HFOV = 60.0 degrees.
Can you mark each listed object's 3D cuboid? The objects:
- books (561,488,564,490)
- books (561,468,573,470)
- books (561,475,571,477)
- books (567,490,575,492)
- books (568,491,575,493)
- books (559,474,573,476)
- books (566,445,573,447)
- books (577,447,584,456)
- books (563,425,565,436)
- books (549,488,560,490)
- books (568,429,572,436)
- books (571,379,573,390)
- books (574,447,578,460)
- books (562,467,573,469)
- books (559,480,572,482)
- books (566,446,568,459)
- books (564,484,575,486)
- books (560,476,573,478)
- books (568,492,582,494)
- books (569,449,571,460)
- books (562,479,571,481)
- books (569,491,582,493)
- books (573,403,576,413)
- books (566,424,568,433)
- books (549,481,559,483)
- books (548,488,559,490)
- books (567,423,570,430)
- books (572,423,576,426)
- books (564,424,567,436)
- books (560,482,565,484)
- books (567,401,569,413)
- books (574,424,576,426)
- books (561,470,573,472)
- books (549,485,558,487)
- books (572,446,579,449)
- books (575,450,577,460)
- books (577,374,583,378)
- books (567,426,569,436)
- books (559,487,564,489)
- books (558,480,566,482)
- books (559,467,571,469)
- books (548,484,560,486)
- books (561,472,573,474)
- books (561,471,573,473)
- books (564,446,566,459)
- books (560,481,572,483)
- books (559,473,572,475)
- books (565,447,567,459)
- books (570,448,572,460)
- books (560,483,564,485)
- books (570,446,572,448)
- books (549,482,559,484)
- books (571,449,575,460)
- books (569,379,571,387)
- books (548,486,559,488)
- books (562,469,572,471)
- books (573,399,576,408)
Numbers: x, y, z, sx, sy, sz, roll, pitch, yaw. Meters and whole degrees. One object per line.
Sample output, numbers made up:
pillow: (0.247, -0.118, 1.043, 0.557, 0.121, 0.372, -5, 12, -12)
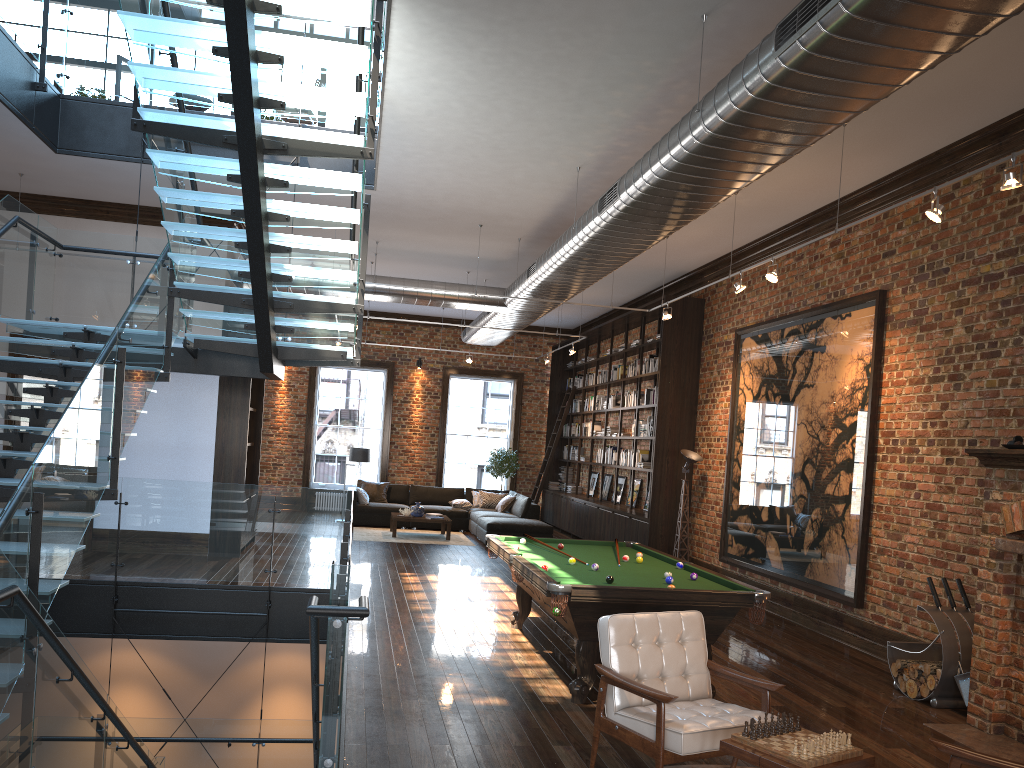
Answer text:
books: (1.203, 2.357, 19.789, 0.198, 0.035, 0.218, 4, -4, -7)
books: (1.225, 1.893, 19.775, 0.207, 0.022, 0.247, 5, -4, -15)
books: (1.231, 2.056, 19.781, 0.164, 0.006, 0.352, 5, -4, -15)
books: (1.329, 2.280, 18.879, 0.227, 0.007, 0.370, 5, -4, -13)
books: (1.334, 2.304, 18.880, 0.227, 0.007, 0.369, 4, -4, -9)
books: (1.201, 2.027, 19.775, 0.261, 0.028, 0.316, 5, -4, -10)
books: (1.276, 1.528, 19.841, 0.157, 0.319, 0.013, 4, 1, -10)
books: (1.453, 1.490, 18.868, 0.129, 0.282, 0.030, 4, 1, -10)
books: (1.248, 1.059, 19.965, 0.187, 0.261, 0.014, 4, 1, -10)
books: (0.940, 2.337, 19.798, 0.210, 0.011, 0.272, 5, -4, -13)
books: (1.337, 1.056, 19.490, 0.187, 0.211, 0.035, 4, 1, -10)
books: (1.391, 0.023, 19.500, 0.191, 0.263, 0.065, 4, 1, -10)
books: (1.424, 1.500, 19.045, 0.159, 0.285, 0.014, 4, 1, -10)
books: (1.249, 1.871, 19.779, 0.180, 0.012, 0.307, 5, -4, -11)
books: (1.197, 2.157, 19.782, 0.250, 0.020, 0.317, 5, -4, -10)
books: (1.301, 1.525, 19.634, 0.184, 0.301, 0.015, 4, 1, -10)
books: (1.255, 2.201, 19.342, 0.176, 0.005, 0.287, 5, -4, -13)
books: (1.217, 2.080, 19.779, 0.209, 0.015, 0.307, 5, -4, -12)
books: (1.324, 2.318, 18.878, 0.229, 0.008, 0.331, 5, -4, -14)
books: (1.338, 1.537, 19.370, 0.188, 0.244, 0.026, 4, 1, -10)
books: (1.219, 2.132, 19.785, 0.183, 0.034, 0.271, 4, -4, -4)
books: (1.337, 2.296, 18.880, 0.229, 0.008, 0.328, 5, -4, -10)
books: (1.426, 0.526, 19.166, 0.191, 0.229, 0.034, 4, 1, -10)
books: (1.296, 1.040, 19.795, 0.170, 0.282, 0.027, 4, 1, -10)
books: (0.936, 2.187, 19.793, 0.184, 0.008, 0.305, 4, -4, -8)
books: (0.933, 2.349, 19.797, 0.207, 0.013, 0.280, 4, -4, -9)
books: (1.312, 1.021, 19.627, 0.187, 0.297, 0.016, 4, 1, -10)
books: (1.349, 1.015, 19.517, 0.179, 0.299, 0.015, 4, 1, -10)
books: (1.273, 1.047, 19.859, 0.189, 0.273, 0.013, 4, 1, -10)
books: (1.210, 2.217, 19.786, 0.208, 0.014, 0.344, 5, -4, -11)
books: (1.318, 0.533, 19.840, 0.176, 0.296, 0.041, 4, 1, -10)
books: (1.418, 0.999, 19.120, 0.159, 0.285, 0.014, 4, 1, -10)
books: (1.226, 1.945, 19.777, 0.208, 0.009, 0.344, 5, -4, -12)
books: (0.921, 2.276, 19.793, 0.158, 0.011, 0.251, 4, -4, -5)
books: (1.377, 1.497, 19.187, 0.165, 0.304, 0.013, 4, 1, -10)
books: (1.432, 1.518, 18.925, 0.164, 0.232, 0.026, 4, 1, -10)
books: (1.484, -0.037, 19.089, 0.168, 0.338, 0.016, 4, 1, -10)
books: (1.317, 1.048, 19.567, 0.189, 0.237, 0.025, 4, 1, -10)
books: (1.195, 2.321, 19.786, 0.204, 0.016, 0.351, 5, -4, -14)
books: (1.189, 2.171, 19.781, 0.246, 0.008, 0.308, 5, -4, -13)
books: (1.210, 1.878, 19.772, 0.240, 0.007, 0.318, 5, -4, -14)
books: (0.941, 2.249, 19.795, 0.205, 0.015, 0.265, 5, -4, -12)
books: (1.224, 1.982, 19.777, 0.209, 0.007, 0.307, 4, -4, -8)
books: (1.231, 1.960, 19.778, 0.204, 0.020, 0.317, 4, -4, -9)
books: (1.261, 1.544, 19.899, 0.181, 0.294, 0.050, 4, 1, -10)
books: (1.202, 2.185, 19.784, 0.211, 0.019, 0.342, 4, -4, -5)
books: (1.204, 2.004, 19.774, 0.241, 0.019, 0.228, 5, -4, -14)
books: (1.278, 1.549, 19.758, 0.177, 0.266, 0.026, 4, 1, -10)
books: (1.369, 1.527, 19.279, 0.179, 0.256, 0.031, 4, 1, -10)
books: (1.197, 2.239, 19.784, 0.220, 0.013, 0.342, 4, -4, -7)
books: (1.341, 1.517, 19.513, 0.139, 0.305, 0.016, 4, 1, -10)
books: (0.944, 2.201, 19.795, 0.199, 0.020, 0.212, 4, -4, -6)
books: (1.378, 1.524, 19.065, 0.212, 0.233, 0.019, 4, 1, -10)
books: (1.362, 0.032, 19.707, 0.177, 0.270, 0.029, 4, 1, -10)
books: (0.935, 2.292, 19.796, 0.200, 0.019, 0.255, 4, -4, -8)
books: (1.234, 1.926, 19.778, 0.184, 0.030, 0.265, 4, -4, -4)
books: (1.424, 0.493, 19.226, 0.189, 0.304, 0.014, 4, 1, -10)
